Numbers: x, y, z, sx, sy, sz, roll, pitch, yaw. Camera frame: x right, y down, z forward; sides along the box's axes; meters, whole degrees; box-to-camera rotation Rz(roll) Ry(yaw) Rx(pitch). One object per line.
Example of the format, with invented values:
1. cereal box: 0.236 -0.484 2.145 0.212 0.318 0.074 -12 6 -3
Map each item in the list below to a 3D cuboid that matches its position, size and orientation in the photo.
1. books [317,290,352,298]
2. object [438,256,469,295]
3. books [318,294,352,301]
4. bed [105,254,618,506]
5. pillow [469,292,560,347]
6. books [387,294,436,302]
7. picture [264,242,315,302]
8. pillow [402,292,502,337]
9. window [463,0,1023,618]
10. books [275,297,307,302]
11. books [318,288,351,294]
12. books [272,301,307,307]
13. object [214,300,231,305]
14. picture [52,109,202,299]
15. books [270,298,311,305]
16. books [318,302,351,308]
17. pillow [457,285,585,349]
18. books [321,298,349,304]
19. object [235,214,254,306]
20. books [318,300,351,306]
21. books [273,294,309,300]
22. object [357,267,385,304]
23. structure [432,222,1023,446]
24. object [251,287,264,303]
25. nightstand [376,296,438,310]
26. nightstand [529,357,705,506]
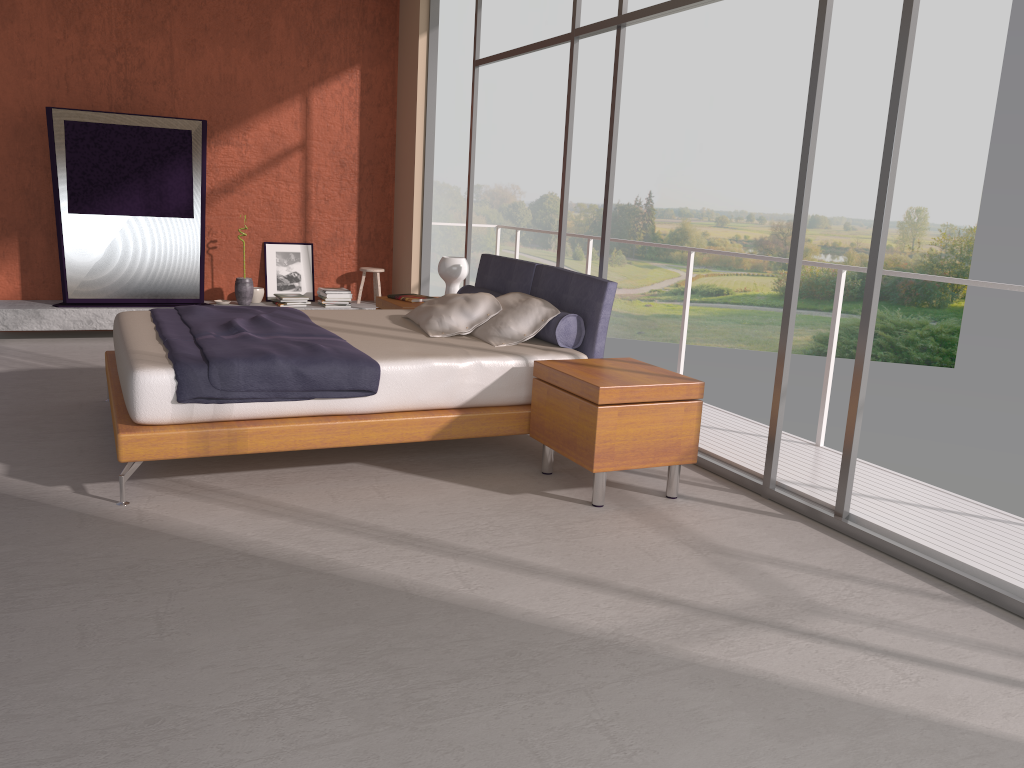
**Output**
1. books: -1.662 -0.842 8.313 0.247 0.038 0.319 -3 13 -28
2. object: -0.426 -0.743 6.390 0.224 0.338 0.224 0 12 -14
3. books: -1.664 -0.810 8.320 0.247 0.027 0.328 -2 13 -24
4. bed: -0.934 -0.218 4.991 2.462 0.959 2.017 -2 13 -25
5. pillow: -0.051 -0.375 5.059 0.400 0.265 0.791 -2 13 -23
6. books: -0.741 -0.640 6.594 0.247 0.025 0.287 -8 16 -44
7. picture: -2.106 -1.060 8.402 0.458 0.550 0.117 -2 13 -25
8. pillow: -0.372 -0.432 5.296 0.431 0.264 0.869 -1 12 -18
9. window: 0.943 -1.170 4.725 0.075 3.133 6.106 -2 13 -25
10. books: -2.032 -0.783 8.171 0.247 0.025 0.287 -2 13 -23
11. books: -1.663 -0.874 8.312 0.247 0.025 0.287 -3 13 -26
12. books: -2.051 -0.739 8.179 0.247 0.025 0.287 -3 13 -29
13. object: -2.607 -0.729 7.989 0.152 0.040 0.152 5 12 9
14. picture: -3.158 -1.464 7.383 1.129 1.496 0.126 -2 13 -25
15. books: -2.042 -0.764 8.187 0.247 0.018 0.328 -7 15 -40
16. books: -1.668 -0.745 8.333 0.247 0.018 0.328 -2 13 -24
17. pillow: 0.013 -0.429 5.388 0.205 0.201 1.470 -2 13 -25
18. books: -1.661 -0.779 8.307 0.247 0.025 0.287 0 12 -15
19. object: -2.399 -1.109 7.938 0.165 0.810 0.165 3 12 -3
20. books: -1.669 -0.764 8.335 0.247 0.018 0.287 -3 13 -26
21. books: -2.034 -0.804 8.171 0.247 0.018 0.328 -3 13 -28
22. object: -1.347 -0.947 8.601 0.260 0.349 0.257 11 14 32
23. structure: 1.168 -0.263 5.268 0.728 1.005 7.689 -2 13 -25
24. object: -2.386 -0.820 8.206 0.179 0.137 0.180 0 12 -13
25. nightstand: -0.653 -0.335 6.581 0.562 0.556 0.628 -2 13 -25
26. nightstand: 0.479 0.209 4.259 0.562 0.556 0.628 -2 13 -25
